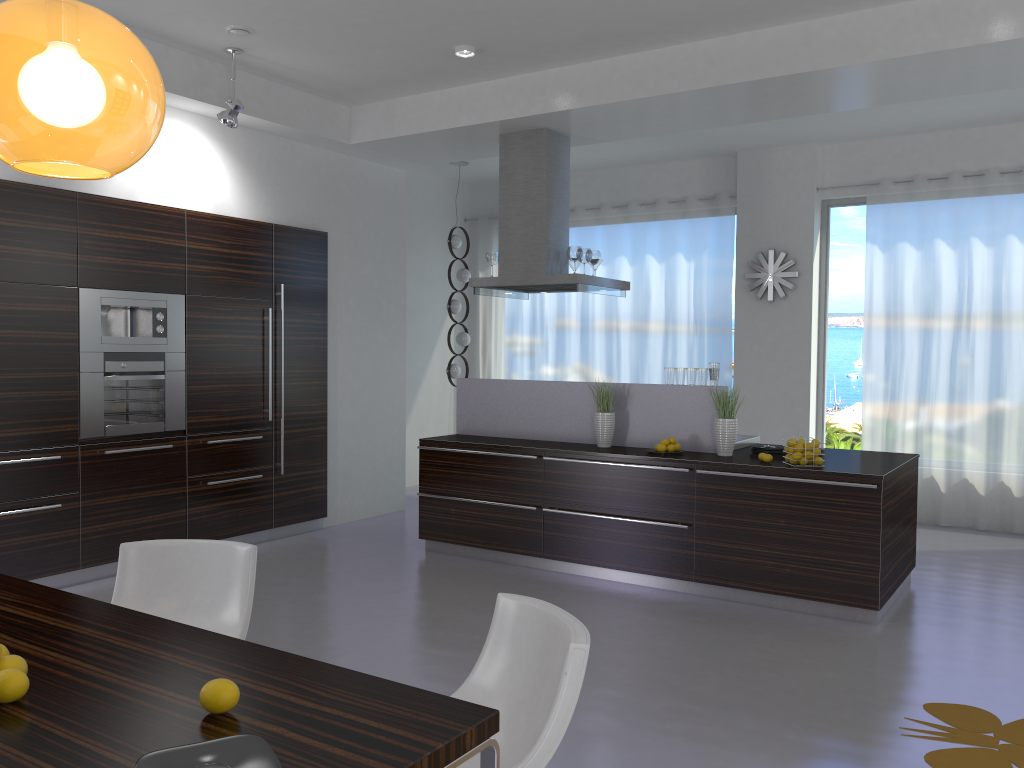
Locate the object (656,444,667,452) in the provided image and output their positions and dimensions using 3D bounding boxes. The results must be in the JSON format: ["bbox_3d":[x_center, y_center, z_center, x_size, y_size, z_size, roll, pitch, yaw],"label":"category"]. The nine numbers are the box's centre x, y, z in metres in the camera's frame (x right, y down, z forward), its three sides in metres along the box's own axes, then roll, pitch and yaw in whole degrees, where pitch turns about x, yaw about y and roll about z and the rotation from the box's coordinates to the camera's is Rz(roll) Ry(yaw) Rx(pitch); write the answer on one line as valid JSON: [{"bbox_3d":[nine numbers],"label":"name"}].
[{"bbox_3d":[0.987,0.424,5.858,0.070,0.058,0.060,2,3,32],"label":"object"}]

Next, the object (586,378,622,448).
[{"bbox_3d":[0.632,0.193,6.217,0.269,0.502,0.247,2,3,33],"label":"object"}]

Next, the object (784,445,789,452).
[{"bbox_3d":[1.696,0.401,5.430,0.053,0.051,0.063,1,2,2],"label":"object"}]

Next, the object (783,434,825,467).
[{"bbox_3d":[1.765,0.400,5.368,0.189,0.174,0.207,0,2,-2],"label":"object"}]

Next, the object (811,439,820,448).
[{"bbox_3d":[1.829,0.360,5.347,0.050,0.060,0.059,2,3,32],"label":"object"}]

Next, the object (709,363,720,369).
[{"bbox_3d":[1.363,-0.084,5.974,0.071,0.119,0.072,0,2,-17],"label":"object"}]

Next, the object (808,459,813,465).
[{"bbox_3d":[1.804,0.461,5.359,0.061,0.055,0.050,0,2,-12],"label":"object"}]

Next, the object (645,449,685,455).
[{"bbox_3d":[1.017,0.450,5.901,0.232,0.020,0.232,2,3,41],"label":"object"}]

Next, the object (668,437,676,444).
[{"bbox_3d":[1.068,0.379,5.909,0.053,0.048,0.063,1,2,-1],"label":"object"}]

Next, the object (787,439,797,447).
[{"bbox_3d":[1.698,0.359,5.387,0.053,0.051,0.063,0,2,-10],"label":"object"}]

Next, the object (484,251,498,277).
[{"bbox_3d":[-0.161,-0.956,7.139,0.125,0.221,0.125,-1,3,-32],"label":"object"}]

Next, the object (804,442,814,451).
[{"bbox_3d":[1.777,0.375,5.305,0.063,0.053,0.051,-2,3,-44],"label":"object"}]

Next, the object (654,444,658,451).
[{"bbox_3d":[0.982,0.426,5.917,0.063,0.051,0.053,2,3,37],"label":"object"}]

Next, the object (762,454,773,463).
[{"bbox_3d":[1.570,0.457,5.455,0.063,0.051,0.053,2,3,37],"label":"object"}]

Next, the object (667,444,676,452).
[{"bbox_3d":[1.051,0.425,5.867,0.061,0.054,0.052,1,2,10],"label":"object"}]

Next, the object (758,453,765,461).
[{"bbox_3d":[1.562,0.455,5.518,0.053,0.051,0.063,1,2,2],"label":"object"}]

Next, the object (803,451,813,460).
[{"bbox_3d":[1.773,0.425,5.302,0.061,0.055,0.051,1,2,12],"label":"object"}]

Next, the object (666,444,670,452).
[{"bbox_3d":[1.046,0.424,5.925,0.057,0.060,0.071,2,3,34],"label":"object"}]

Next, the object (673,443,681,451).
[{"bbox_3d":[1.095,0.420,5.905,0.063,0.053,0.051,0,2,-17],"label":"object"}]

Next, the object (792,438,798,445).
[{"bbox_3d":[1.725,0.361,5.433,0.052,0.060,0.057,1,2,21],"label":"object"}]

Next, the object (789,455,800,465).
[{"bbox_3d":[1.710,0.457,5.353,0.074,0.063,0.064,-1,3,-37],"label":"object"}]

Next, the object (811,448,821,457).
[{"bbox_3d":[1.826,0.410,5.329,0.061,0.054,0.053,0,2,-11],"label":"object"}]

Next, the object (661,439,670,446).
[{"bbox_3d":[1.017,0.390,5.893,0.061,0.047,0.053,2,3,36],"label":"object"}]

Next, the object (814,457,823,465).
[{"bbox_3d":[1.831,0.461,5.306,0.062,0.052,0.053,0,2,-18],"label":"object"}]

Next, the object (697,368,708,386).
[{"bbox_3d":[1.295,-0.047,6.019,0.071,0.119,0.072,0,2,-17],"label":"object"}]

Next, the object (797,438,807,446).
[{"bbox_3d":[1.756,0.357,5.372,0.051,0.053,0.063,2,3,34],"label":"object"}]

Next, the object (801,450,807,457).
[{"bbox_3d":[1.763,0.420,5.331,0.051,0.053,0.062,2,3,41],"label":"object"}]

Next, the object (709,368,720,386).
[{"bbox_3d":[1.363,-0.045,5.976,0.071,0.119,0.072,0,2,-17],"label":"object"}]

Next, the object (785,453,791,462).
[{"bbox_3d":[1.697,0.448,5.412,0.060,0.057,0.052,2,3,35],"label":"object"}]

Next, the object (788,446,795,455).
[{"bbox_3d":[1.706,0.405,5.369,0.062,0.053,0.052,1,2,5],"label":"object"}]

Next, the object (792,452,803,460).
[{"bbox_3d":[1.704,0.432,5.296,0.061,0.054,0.052,1,2,10],"label":"object"}]

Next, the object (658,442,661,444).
[{"bbox_3d":[1.005,0.421,5.968,0.052,0.054,0.061,0,2,-10],"label":"object"}]

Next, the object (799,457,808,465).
[{"bbox_3d":[1.744,0.460,5.305,0.051,0.053,0.063,2,3,41],"label":"object"}]

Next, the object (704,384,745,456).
[{"bbox_3d":[1.393,0.218,5.756,0.269,0.502,0.247,0,2,-14],"label":"object"}]

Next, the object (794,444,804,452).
[{"bbox_3d":[1.719,0.385,5.316,0.053,0.052,0.061,-2,3,-44],"label":"object"}]
